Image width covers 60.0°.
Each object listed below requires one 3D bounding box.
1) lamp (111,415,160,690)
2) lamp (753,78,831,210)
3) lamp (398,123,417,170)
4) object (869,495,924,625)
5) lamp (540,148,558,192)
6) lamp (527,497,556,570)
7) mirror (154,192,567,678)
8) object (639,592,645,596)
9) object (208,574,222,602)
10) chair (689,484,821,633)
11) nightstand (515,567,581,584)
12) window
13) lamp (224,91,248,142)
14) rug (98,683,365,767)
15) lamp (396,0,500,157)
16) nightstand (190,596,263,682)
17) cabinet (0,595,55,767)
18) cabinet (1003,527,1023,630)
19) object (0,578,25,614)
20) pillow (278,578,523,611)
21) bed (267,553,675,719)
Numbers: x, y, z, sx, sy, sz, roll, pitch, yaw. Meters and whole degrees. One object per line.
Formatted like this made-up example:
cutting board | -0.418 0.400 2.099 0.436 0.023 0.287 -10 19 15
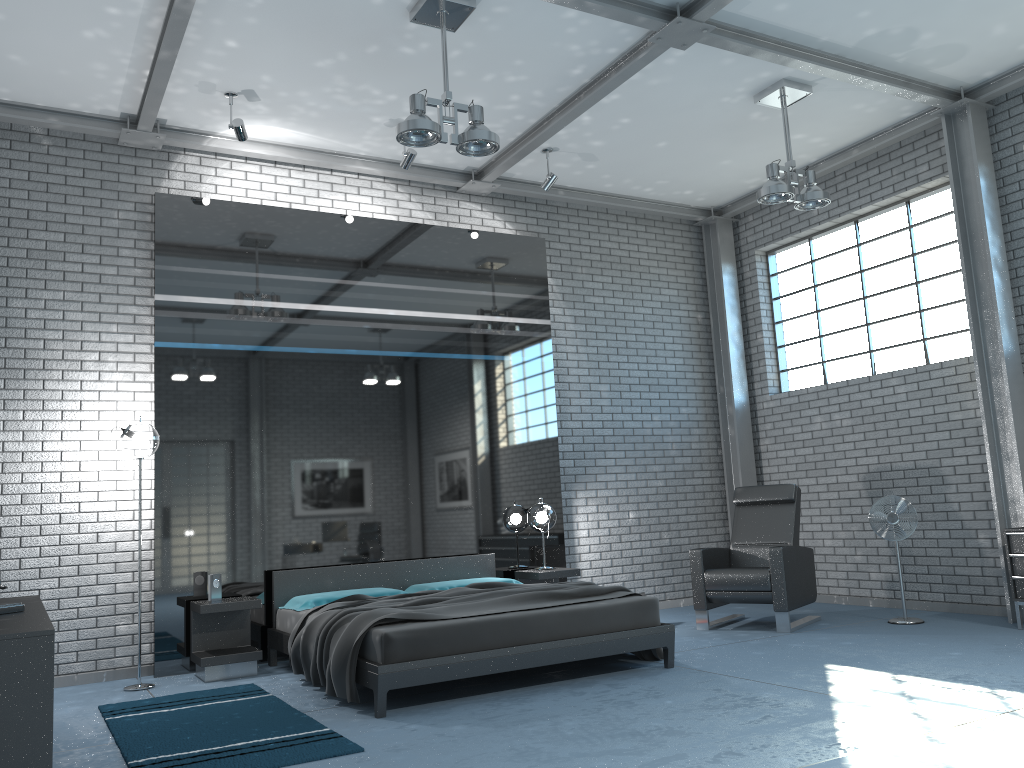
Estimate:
lamp | -2.466 1.088 5.868 0.259 1.773 0.250 -6 -9 15
lamp | 2.053 -1.770 6.592 0.639 0.872 0.300 1 -9 -29
lamp | -0.830 -1.837 6.873 0.137 0.332 0.167 3 -11 -39
object | 2.949 1.330 6.767 0.342 0.954 0.258 -7 -9 26
lamp | 0.296 -1.805 7.501 0.161 0.343 0.137 -8 -10 30
lamp | 0.264 1.260 7.511 0.259 0.596 0.250 0 -9 -21
mirror | -1.089 0.337 7.208 3.400 3.500 0.050 1 -9 -29
object | 1.040 1.866 7.292 0.236 0.271 0.352 -7 -9 24
object | -2.052 1.406 6.129 0.032 0.184 0.100 -8 -9 28
chair | 1.970 1.369 7.151 0.763 1.099 0.940 -9 -10 35
nightstand | 0.306 1.796 7.355 0.400 0.501 0.400 1 -9 -29
window | 3.236 -0.789 8.126 0.100 1.500 2.200 1 -9 -29
lamp | -1.944 -1.876 6.240 0.137 0.311 0.166 -3 -8 -4
rug | -1.531 1.740 4.518 0.886 0.012 2.060 1 -9 -29
lamp | -0.392 -1.828 5.229 0.639 0.872 0.300 1 -9 -29
nightstand | -1.964 1.742 6.090 0.400 0.501 0.400 1 -9 -29
cabinet | -2.306 1.340 3.819 0.510 0.682 2.250 1 -9 -29
cabinet | 4.210 1.181 5.292 0.510 0.682 2.250 1 -9 -29
object | -2.334 0.883 3.866 0.369 0.237 0.221 -7 -9 25
pillow | -0.789 1.563 6.634 1.810 0.115 0.567 1 -9 -29
bed | -0.322 1.553 5.960 2.290 0.674 2.261 1 -9 -29
